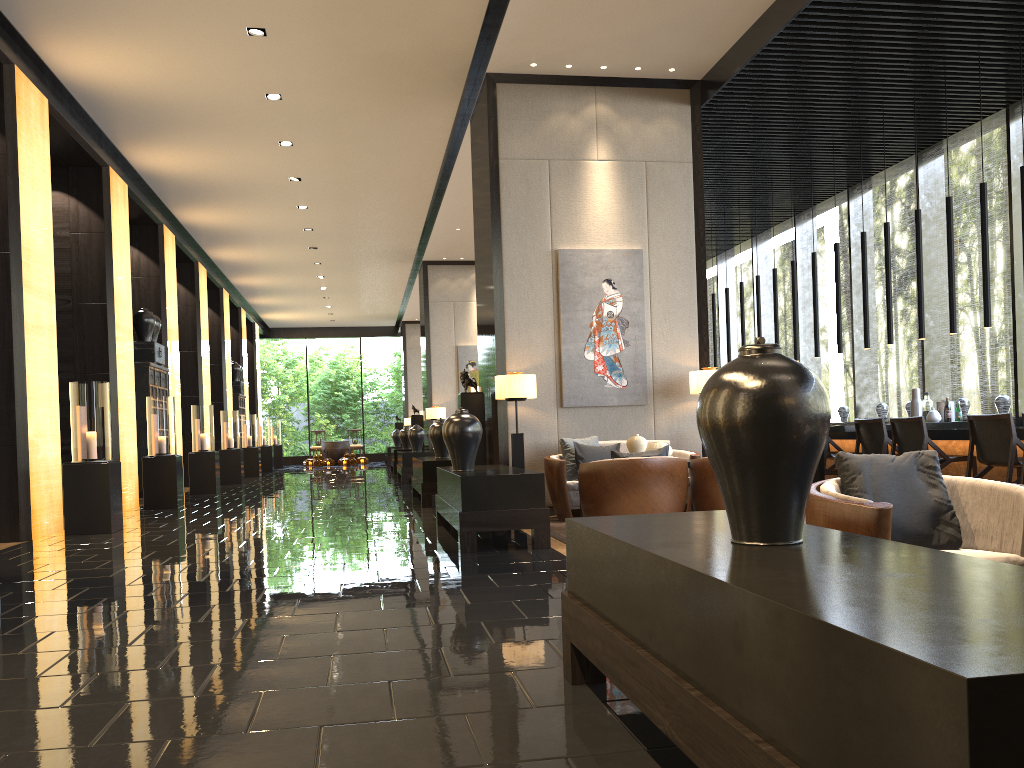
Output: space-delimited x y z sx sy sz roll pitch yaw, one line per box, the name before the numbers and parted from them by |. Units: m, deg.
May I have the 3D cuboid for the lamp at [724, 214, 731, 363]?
lamp | 3.200 -1.372 13.174 0.060 2.421 0.060 -2 0 -15

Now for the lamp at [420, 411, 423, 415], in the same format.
lamp | -1.734 1.207 18.642 0.375 1.351 0.375 -2 0 9

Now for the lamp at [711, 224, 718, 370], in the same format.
lamp | 3.115 -1.342 13.680 0.060 2.421 0.060 -2 0 -15

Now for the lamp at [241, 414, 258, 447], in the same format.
lamp | -5.877 1.050 19.829 0.336 0.729 0.337 -2 0 -8

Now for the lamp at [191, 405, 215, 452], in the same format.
lamp | -4.900 0.701 14.037 0.336 0.729 0.337 -2 0 -8

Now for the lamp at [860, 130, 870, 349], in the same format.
lamp | 3.806 -1.589 9.584 0.060 2.421 0.060 -2 0 -15

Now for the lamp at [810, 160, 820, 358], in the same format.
lamp | 3.629 -1.525 10.636 0.060 2.421 0.060 -2 0 -15

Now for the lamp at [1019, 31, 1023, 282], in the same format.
lamp | 4.199 -1.729 7.256 0.060 2.421 0.060 -2 0 -15

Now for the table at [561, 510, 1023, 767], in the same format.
table | 0.628 0.627 1.968 0.620 0.513 1.963 -2 -3 -10

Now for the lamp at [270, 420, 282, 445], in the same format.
lamp | -6.855 1.400 25.620 0.336 0.729 0.337 -2 0 -22

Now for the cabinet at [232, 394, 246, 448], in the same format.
cabinet | -6.700 1.229 21.230 0.547 1.923 1.188 -2 -1 -10

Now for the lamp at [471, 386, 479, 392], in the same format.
lamp | -0.248 0.692 9.840 0.375 1.319 0.374 -2 0 34

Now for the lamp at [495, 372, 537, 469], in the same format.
lamp | 0.053 0.570 8.056 0.375 1.348 0.374 -2 0 42

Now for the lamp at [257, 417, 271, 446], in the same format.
lamp | -6.366 1.225 22.724 0.336 0.729 0.337 -2 0 -8

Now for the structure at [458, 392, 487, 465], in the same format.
structure | -0.392 0.695 8.887 0.240 1.218 0.240 -2 0 -10

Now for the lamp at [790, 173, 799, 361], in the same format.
lamp | 3.543 -1.495 11.143 0.060 2.421 0.060 -2 0 -15

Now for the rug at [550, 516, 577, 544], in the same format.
rug | 1.193 1.161 7.321 1.957 0.008 2.244 -1 -3 -10

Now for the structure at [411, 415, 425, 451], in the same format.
structure | -1.882 1.229 17.722 0.240 1.218 0.240 -2 0 -10

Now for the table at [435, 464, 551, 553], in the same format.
table | -0.212 0.927 6.942 0.620 0.513 1.963 -2 -3 -10

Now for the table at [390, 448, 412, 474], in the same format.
table | -2.346 1.691 19.590 0.620 0.513 1.963 -2 -3 -10

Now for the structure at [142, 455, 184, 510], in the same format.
structure | -4.386 1.226 11.140 0.402 0.658 0.402 -2 -1 -10

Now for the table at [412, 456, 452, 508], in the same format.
table | -0.855 1.157 10.756 0.620 0.513 1.963 -2 -3 -10

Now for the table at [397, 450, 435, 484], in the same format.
table | -1.703 1.461 15.777 0.620 0.513 1.963 -2 -3 -10

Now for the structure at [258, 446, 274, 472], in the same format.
structure | -6.340 1.925 22.723 0.402 0.658 0.402 -2 -1 -10

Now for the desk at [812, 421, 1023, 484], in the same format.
desk | 2.956 1.068 13.620 1.779 0.759 28.770 -2 -3 -10

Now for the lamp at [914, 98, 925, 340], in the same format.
lamp | 3.965 -1.646 8.643 0.060 2.421 0.060 -2 0 -15

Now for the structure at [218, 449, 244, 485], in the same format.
structure | -5.363 1.576 16.931 0.402 0.658 0.402 -2 -1 -10

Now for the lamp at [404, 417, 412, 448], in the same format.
lamp | -2.929 1.635 25.727 0.375 1.351 0.374 -2 0 20

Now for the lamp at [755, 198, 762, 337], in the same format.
lamp | 3.373 -1.434 12.149 0.060 2.421 0.060 -2 0 -15

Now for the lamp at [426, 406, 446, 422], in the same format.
lamp | -1.433 1.100 16.859 0.375 1.351 0.375 -2 0 9

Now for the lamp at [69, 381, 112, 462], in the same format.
lamp | -3.923 0.351 8.246 0.336 0.729 0.337 -2 0 -37

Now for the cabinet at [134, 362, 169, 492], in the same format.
cabinet | -5.233 0.703 12.533 0.547 1.923 1.188 -2 -1 -10

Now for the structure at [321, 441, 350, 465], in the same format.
structure | -5.366 2.101 26.989 0.873 0.710 0.875 -1 -2 -21

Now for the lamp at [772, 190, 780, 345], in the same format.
lamp | 3.458 -1.464 11.649 0.060 2.421 0.060 -2 0 -15

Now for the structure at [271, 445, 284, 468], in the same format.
structure | -6.829 2.100 25.619 0.402 0.658 0.402 -2 -1 -10

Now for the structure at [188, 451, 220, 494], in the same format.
structure | -4.874 1.401 14.036 0.402 0.658 0.402 -2 -1 -10

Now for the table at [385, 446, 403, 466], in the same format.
table | -3.198 1.995 24.636 0.620 0.513 1.963 -2 -3 -10

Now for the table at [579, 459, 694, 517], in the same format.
table | 1.134 0.905 7.314 1.041 0.517 0.576 -2 -2 -10

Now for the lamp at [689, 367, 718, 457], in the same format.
lamp | 1.888 0.523 8.366 0.375 1.351 0.374 -2 0 20

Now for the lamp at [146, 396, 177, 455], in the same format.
lamp | -4.411 0.526 11.141 0.336 0.729 0.337 -2 0 -4

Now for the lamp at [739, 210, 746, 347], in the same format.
lamp | 3.286 -1.403 12.667 0.060 2.421 0.060 -2 0 -15

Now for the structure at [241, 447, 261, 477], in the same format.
structure | -5.852 1.751 19.827 0.402 0.658 0.402 -2 -1 -10

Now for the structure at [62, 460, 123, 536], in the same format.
structure | -3.897 1.051 8.244 0.402 0.658 0.402 -2 -1 -10

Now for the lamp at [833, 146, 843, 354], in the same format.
lamp | 3.715 -1.556 10.127 0.060 2.421 0.060 -2 0 -15

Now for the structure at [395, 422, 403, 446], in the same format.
structure | -3.377 1.764 26.581 0.240 1.218 0.240 -2 0 -10

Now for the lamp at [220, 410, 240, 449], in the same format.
lamp | -5.389 0.876 16.933 0.336 0.729 0.337 -2 0 -8

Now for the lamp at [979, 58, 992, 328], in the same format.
lamp | 4.118 -1.701 7.734 0.060 2.421 0.060 -2 0 -15

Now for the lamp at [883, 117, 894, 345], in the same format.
lamp | 3.878 -1.615 9.158 0.060 2.421 0.060 -2 0 -15

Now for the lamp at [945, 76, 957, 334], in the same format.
lamp | 4.042 -1.673 8.185 0.060 2.421 0.060 -2 0 -15
